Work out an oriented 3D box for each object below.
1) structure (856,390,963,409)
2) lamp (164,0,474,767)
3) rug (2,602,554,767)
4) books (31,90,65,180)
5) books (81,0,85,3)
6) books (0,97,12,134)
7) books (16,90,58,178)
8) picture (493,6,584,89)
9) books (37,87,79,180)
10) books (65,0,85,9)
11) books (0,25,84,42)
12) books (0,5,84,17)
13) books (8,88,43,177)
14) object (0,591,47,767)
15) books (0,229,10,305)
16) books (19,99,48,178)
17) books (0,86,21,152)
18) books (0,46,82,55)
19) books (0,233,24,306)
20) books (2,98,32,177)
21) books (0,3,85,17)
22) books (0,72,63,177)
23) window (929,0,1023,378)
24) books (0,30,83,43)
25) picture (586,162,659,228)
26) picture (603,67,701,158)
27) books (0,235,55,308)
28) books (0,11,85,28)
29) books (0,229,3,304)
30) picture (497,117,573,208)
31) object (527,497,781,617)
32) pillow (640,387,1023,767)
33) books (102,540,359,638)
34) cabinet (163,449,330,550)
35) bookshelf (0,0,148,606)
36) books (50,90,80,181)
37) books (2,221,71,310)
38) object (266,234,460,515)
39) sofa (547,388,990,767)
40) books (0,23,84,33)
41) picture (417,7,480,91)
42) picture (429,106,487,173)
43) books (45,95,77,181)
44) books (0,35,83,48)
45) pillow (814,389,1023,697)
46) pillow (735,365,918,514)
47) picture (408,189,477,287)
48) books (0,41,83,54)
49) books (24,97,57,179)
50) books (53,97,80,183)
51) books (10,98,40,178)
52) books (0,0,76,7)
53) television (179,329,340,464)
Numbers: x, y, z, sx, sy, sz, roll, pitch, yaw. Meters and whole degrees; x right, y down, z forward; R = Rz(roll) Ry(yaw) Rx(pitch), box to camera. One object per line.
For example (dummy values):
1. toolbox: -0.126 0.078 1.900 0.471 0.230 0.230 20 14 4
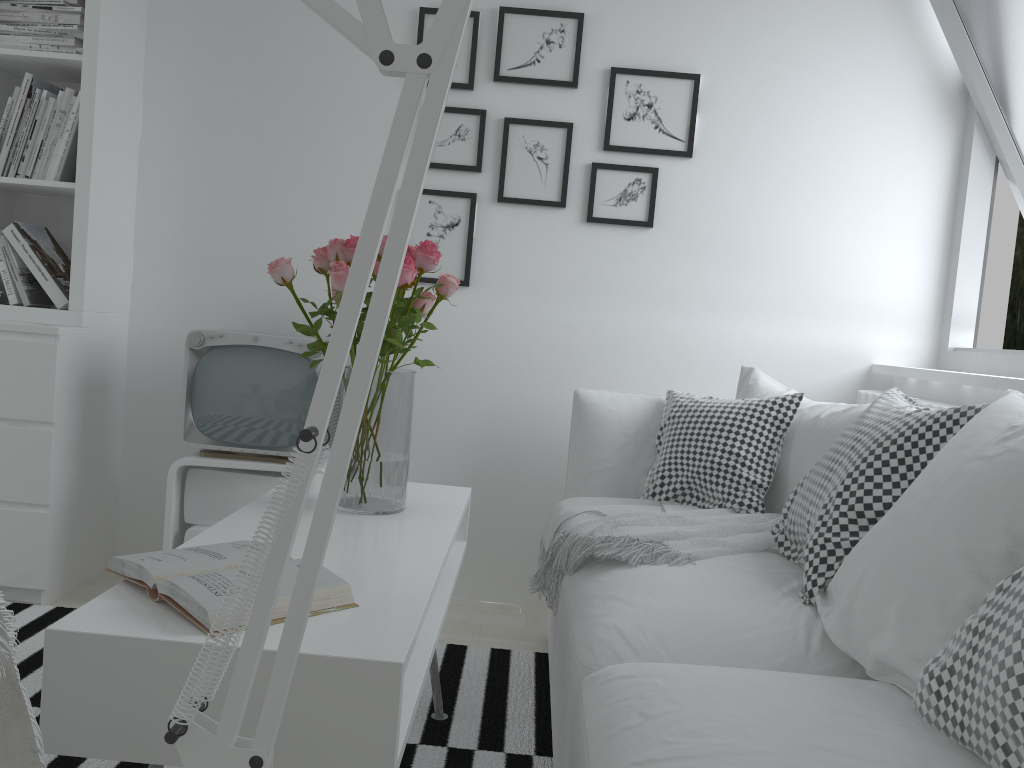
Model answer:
1. structure: 1.151 0.402 2.040 0.206 0.660 1.655 5 4 1
2. lamp: -0.289 0.200 0.444 0.527 1.373 0.196 5 4 5
3. rug: -1.210 0.729 1.685 4.362 0.004 1.846 5 4 1
4. books: -1.414 -0.761 2.793 0.090 0.282 0.182 5 4 1
5. books: -1.434 -1.184 2.752 0.254 0.013 0.161 5 4 1
6. books: -1.560 -0.756 2.775 0.077 0.248 0.161 5 4 1
7. books: -1.460 -0.763 2.777 0.085 0.278 0.159 5 4 1
8. picture: 0.087 -1.092 2.879 0.275 0.236 0.021 5 4 1
9. books: -1.390 -0.765 2.791 0.103 0.293 0.180 5 4 1
10. books: -1.438 -1.170 2.755 0.263 0.017 0.167 5 4 1
11. books: -1.436 -1.074 2.774 0.288 0.016 0.182 5 4 -4
12. books: -1.436 -1.130 2.748 0.254 0.012 0.161 5 4 -4
13. books: -1.487 -0.768 2.793 0.090 0.282 0.182 5 4 1
14. object: -0.710 0.274 0.448 0.784 0.789 0.954 4 4 -18
15. books: -1.572 -0.364 2.769 0.104 0.232 0.152 5 4 1
16. books: -1.453 -0.747 2.772 0.077 0.248 0.161 5 4 1
17. books: -1.541 -0.771 2.770 0.085 0.278 0.159 5 4 1
18. books: -1.434 -1.006 2.749 0.288 0.016 0.182 5 4 6
19. books: -1.544 -0.355 2.773 0.101 0.218 0.161 5 4 1
20. books: -1.508 -0.752 2.780 0.078 0.248 0.161 5 4 1
21. books: -1.423 -1.141 2.752 0.285 0.012 0.159 5 4 6
22. books: -1.513 -0.790 2.778 0.109 0.325 0.176 5 4 1
23. window: 3.466 -0.582 4.553 4.514 8.137 12.055 5 4 1
24. books: -1.445 -1.060 2.760 0.254 0.013 0.161 5 4 1
25. picture: 0.362 -0.618 2.905 0.218 0.194 0.017 5 4 1
26. picture: 0.454 -0.882 2.885 0.290 0.266 0.019 5 4 1
27. books: -1.506 -0.348 2.767 0.118 0.213 0.161 5 4 1
28. books: -1.428 -1.109 2.755 0.296 0.028 0.180 5 4 6
29. books: -1.604 -0.369 2.767 0.112 0.235 0.172 5 4 1
30. picture: 0.076 -0.724 2.905 0.225 0.274 0.018 5 4 1
31. object: 0.468 0.443 2.202 0.831 0.291 0.670 5 4 0
32. pillow: 0.623 0.252 1.487 0.676 0.513 2.488 5 4 3
33. books: -0.423 0.285 1.322 0.342 0.040 0.231 8 5 43
34. cabinet: -0.796 0.455 2.772 0.467 0.477 0.350 5 4 -5
35. bookshelf: -2.054 -0.630 2.751 1.595 2.416 0.440 5 4 1
36. books: -1.348 -0.756 2.780 0.090 0.282 0.182 5 4 1
37. books: -1.436 -0.364 2.768 0.226 0.255 0.176 5 4 1
38. object: -0.318 -0.027 1.933 0.327 0.599 0.350 6 4 21
39. sofa: 0.560 0.511 1.505 0.917 0.768 2.647 5 4 1
40. books: -1.424 -1.089 2.771 0.288 0.016 0.182 6 4 11
41. picture: -0.213 -1.091 2.888 0.196 0.248 0.018 5 4 1
42. picture: -0.189 -0.803 2.906 0.196 0.202 0.018 5 4 1
43. books: -1.370 -0.751 2.786 0.091 0.269 0.174 5 4 1
44. books: -1.438 -1.042 2.759 0.273 0.021 0.174 5 4 6
45. pillow: 0.762 0.263 1.479 0.391 0.505 0.599 5 4 1
46. pillow: 0.810 0.217 2.425 0.321 0.491 0.617 3 4 -25
47. picture: -0.244 -0.484 2.927 0.232 0.306 0.019 5 4 1
48. books: -1.437 -1.023 2.764 0.288 0.016 0.182 5 4 1
49. books: -1.436 -0.750 2.780 0.085 0.258 0.167 5 4 1
50. books: -1.332 -0.753 2.763 0.090 0.282 0.182 5 4 1
51. books: -1.479 -0.749 2.770 0.078 0.249 0.161 5 4 1
52. books: -1.444 -1.155 2.745 0.256 0.013 0.161 6 4 11
53. television: -0.755 0.035 2.709 0.414 0.374 0.273 5 4 1
